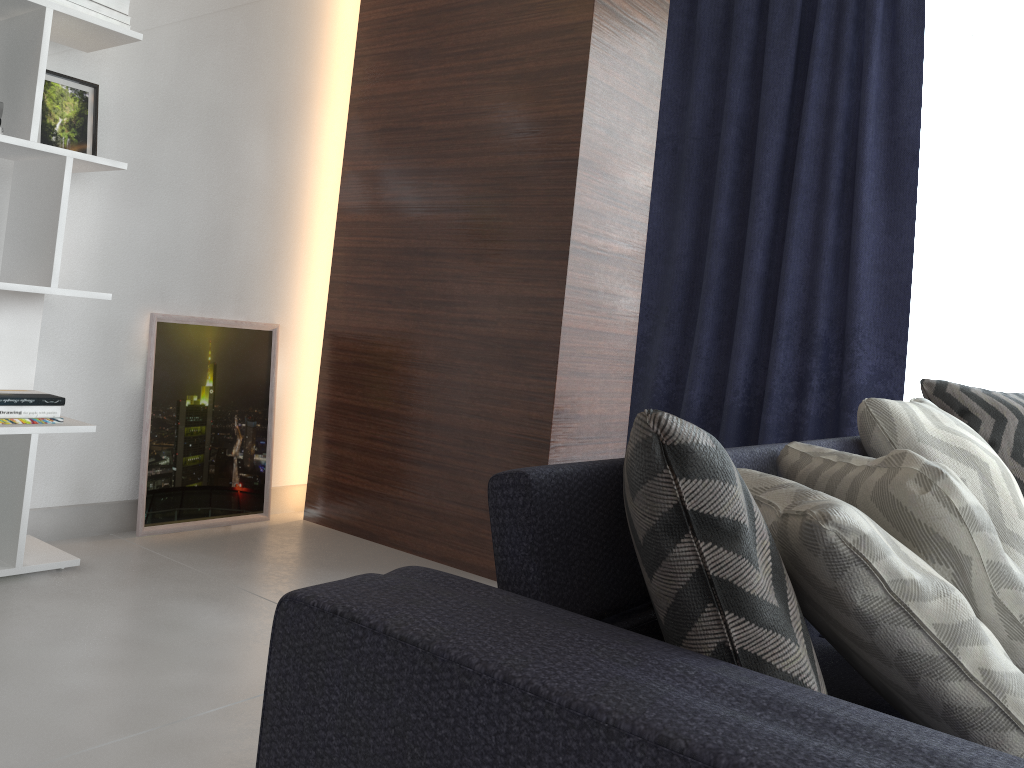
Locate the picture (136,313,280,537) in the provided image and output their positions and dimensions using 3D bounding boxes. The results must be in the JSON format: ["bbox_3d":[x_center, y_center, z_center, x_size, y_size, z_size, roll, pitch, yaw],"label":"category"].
[{"bbox_3d":[-1.009,0.129,2.984,0.084,0.700,0.498,4,-1,37],"label":"picture"}]

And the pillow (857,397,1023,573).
[{"bbox_3d":[0.936,0.238,1.835,0.344,0.389,0.493,6,1,37],"label":"pillow"}]

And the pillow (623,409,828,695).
[{"bbox_3d":[0.213,0.216,0.896,0.222,0.386,0.414,6,1,7],"label":"pillow"}]

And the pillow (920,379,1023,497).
[{"bbox_3d":[1.493,0.274,2.572,0.596,0.519,0.356,6,0,-22],"label":"pillow"}]

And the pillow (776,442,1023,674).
[{"bbox_3d":[0.572,0.262,1.254,0.280,0.351,0.419,6,1,-10],"label":"pillow"}]

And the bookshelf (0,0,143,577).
[{"bbox_3d":[-1.532,-0.438,2.036,0.301,1.823,1.144,4,-1,37],"label":"bookshelf"}]

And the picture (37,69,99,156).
[{"bbox_3d":[-1.284,-0.763,2.543,0.059,0.256,0.181,5,-1,37],"label":"picture"}]

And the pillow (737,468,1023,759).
[{"bbox_3d":[0.422,0.267,1.012,0.330,0.295,0.416,6,1,-1],"label":"pillow"}]

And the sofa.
[{"bbox_3d":[1.378,0.509,1.349,1.907,0.609,2.861,8,3,37],"label":"sofa"}]

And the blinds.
[{"bbox_3d":[1.467,-0.519,0.427,7.168,2.776,5.773,8,3,41],"label":"blinds"}]
